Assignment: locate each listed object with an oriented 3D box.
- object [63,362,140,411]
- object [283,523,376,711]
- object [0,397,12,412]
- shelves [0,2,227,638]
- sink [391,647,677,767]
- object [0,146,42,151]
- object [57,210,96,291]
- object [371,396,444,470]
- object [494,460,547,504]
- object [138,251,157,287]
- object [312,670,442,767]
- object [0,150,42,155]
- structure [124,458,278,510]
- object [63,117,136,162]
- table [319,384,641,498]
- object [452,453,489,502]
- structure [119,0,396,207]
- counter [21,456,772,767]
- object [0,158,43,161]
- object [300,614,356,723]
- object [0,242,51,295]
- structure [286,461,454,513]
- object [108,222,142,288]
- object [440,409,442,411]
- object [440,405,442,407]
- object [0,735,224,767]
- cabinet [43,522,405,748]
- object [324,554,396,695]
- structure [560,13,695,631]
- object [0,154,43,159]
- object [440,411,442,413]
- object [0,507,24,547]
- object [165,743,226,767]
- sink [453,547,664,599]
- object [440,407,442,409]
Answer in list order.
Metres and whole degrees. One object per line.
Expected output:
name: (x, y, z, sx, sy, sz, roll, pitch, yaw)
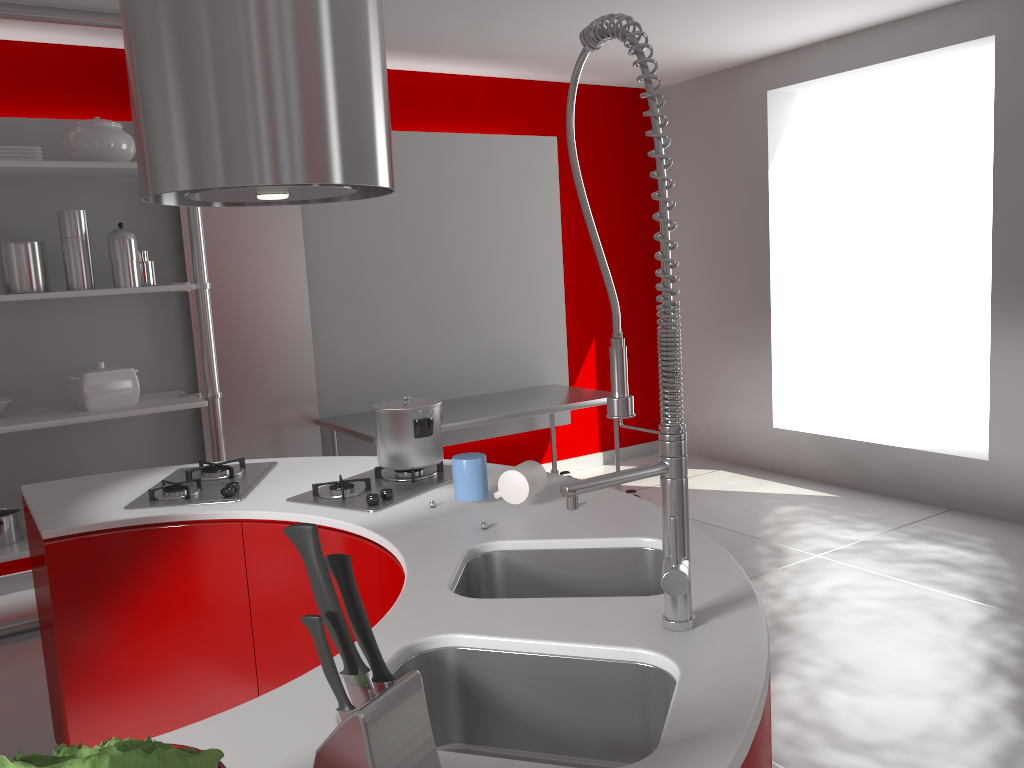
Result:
object: (-1.792, 0.001, 3.883, 0.282, 0.197, 0.235, -10, 10, -42)
object: (-0.146, 0.292, 0.837, 0.150, 0.322, 0.014, 1, 9, 28)
object: (-2.242, 0.112, 3.709, 0.272, 0.072, 0.272, 0, 8, 21)
shelves: (-2.115, -0.232, 3.659, 1.735, 2.599, 0.535, -8, 9, -32)
sink: (0.008, 0.512, 1.192, 0.428, 0.172, 0.326, -1, 8, 18)
object: (-2.040, -0.943, 3.626, 0.200, 0.030, 0.200, -8, 9, -32)
object: (-1.818, -0.556, 3.702, 0.109, 0.329, 0.110, -9, 9, -34)
object: (-0.281, 0.125, 2.410, 0.218, 0.185, 0.189, -1, 8, 19)
object: (0.012, 0.226, 2.052, 0.109, 0.080, 0.100, 1, 9, 27)
object: (-1.665, -0.515, 3.972, 0.127, 0.157, 0.127, -6, 8, -22)
object: (-0.119, 0.368, 0.832, 0.137, 0.178, 0.091, 1, 9, 30)
object: (-2.039, -0.928, 3.628, 0.200, 0.030, 0.200, -8, 9, -32)
structure: (-0.849, 0.261, 2.470, 0.303, 0.037, 0.457, -4, 8, -3)
object: (-1.779, -1.036, 3.827, 0.287, 0.222, 0.287, -2, 8, 11)
table: (-0.147, 0.455, 4.898, 1.627, 0.682, 0.749, -8, 9, -31)
object: (-0.111, 0.218, 2.095, 0.109, 0.100, 0.080, 1, 9, 30)
structure: (-0.657, -0.961, 2.276, 0.644, 0.958, 0.644, 0, 8, 23)
counter: (-0.498, 0.848, 1.418, 1.868, 0.880, 2.865, -3, 8, 1)
object: (-2.037, -0.897, 3.632, 0.200, 0.030, 0.200, -8, 9, -32)
object: (-0.151, 0.310, 0.811, 0.091, 0.197, 0.009, 1, 9, 28)
object: (-2.007, -0.475, 3.639, 0.184, 0.205, 0.172, -7, 9, -27)
structure: (-0.330, 0.249, 2.344, 0.303, 0.037, 0.457, 2, 9, 32)
object: (-1.644, -0.546, 3.758, 0.115, 0.274, 0.115, -10, 10, -39)
object: (-0.490, 0.151, 4.593, 0.228, 0.020, 0.228, 3, 10, 39)
object: (-0.492, 0.131, 4.591, 0.228, 0.020, 0.228, 3, 10, 39)
object: (-0.349, 0.370, 0.761, 0.198, 0.182, 0.193, -7, 9, -27)
cabinet: (-0.748, 0.845, 1.305, 1.025, 0.761, 1.875, -2, 8, 12)
object: (-0.124, 0.304, 0.858, 0.130, 0.279, 0.012, 1, 9, 28)
structure: (0.166, -0.086, 1.312, 0.178, 0.920, 0.308, -2, 8, 11)
object: (-2.038, -0.913, 3.630, 0.200, 0.030, 0.200, -8, 9, -32)
object: (-0.490, 0.161, 4.595, 0.228, 0.020, 0.228, 3, 10, 39)
object: (-2.143, 0.599, 3.694, 0.196, 0.122, 0.182, -1, 8, 15)
object: (-0.354, 0.424, 0.762, 0.228, 0.118, 0.229, 1, 9, 28)
sink: (0.109, 0.442, 1.663, 0.428, 0.172, 0.326, -2, 8, 6)
object: (-0.491, 0.141, 4.592, 0.228, 0.020, 0.228, 3, 10, 39)
